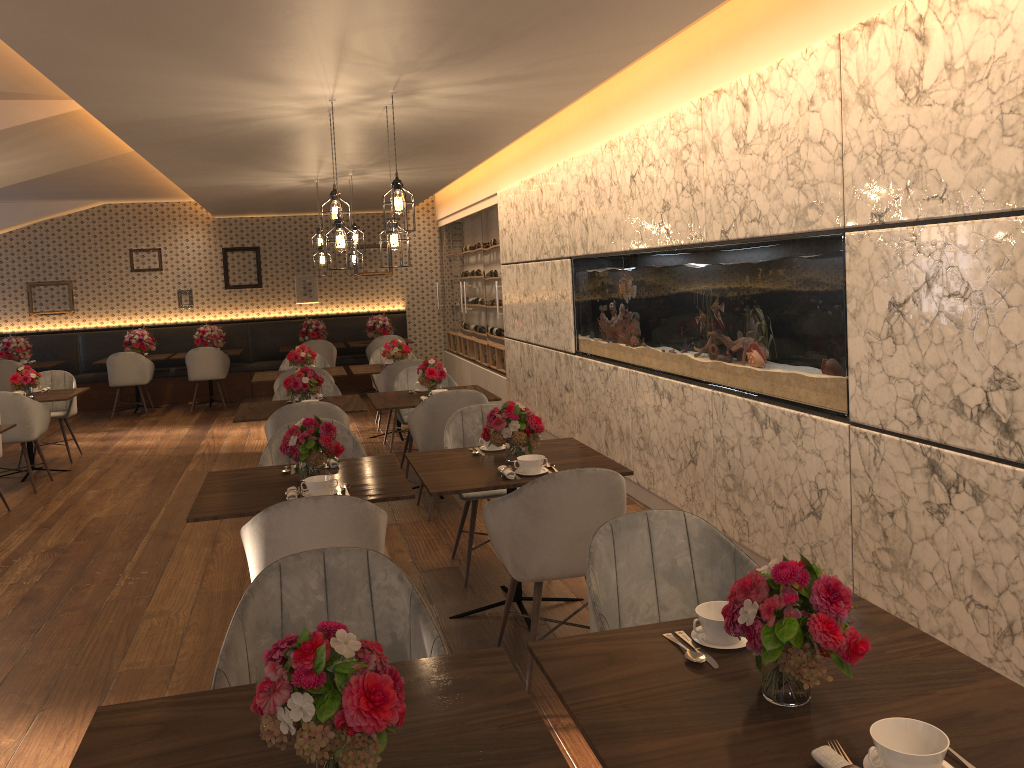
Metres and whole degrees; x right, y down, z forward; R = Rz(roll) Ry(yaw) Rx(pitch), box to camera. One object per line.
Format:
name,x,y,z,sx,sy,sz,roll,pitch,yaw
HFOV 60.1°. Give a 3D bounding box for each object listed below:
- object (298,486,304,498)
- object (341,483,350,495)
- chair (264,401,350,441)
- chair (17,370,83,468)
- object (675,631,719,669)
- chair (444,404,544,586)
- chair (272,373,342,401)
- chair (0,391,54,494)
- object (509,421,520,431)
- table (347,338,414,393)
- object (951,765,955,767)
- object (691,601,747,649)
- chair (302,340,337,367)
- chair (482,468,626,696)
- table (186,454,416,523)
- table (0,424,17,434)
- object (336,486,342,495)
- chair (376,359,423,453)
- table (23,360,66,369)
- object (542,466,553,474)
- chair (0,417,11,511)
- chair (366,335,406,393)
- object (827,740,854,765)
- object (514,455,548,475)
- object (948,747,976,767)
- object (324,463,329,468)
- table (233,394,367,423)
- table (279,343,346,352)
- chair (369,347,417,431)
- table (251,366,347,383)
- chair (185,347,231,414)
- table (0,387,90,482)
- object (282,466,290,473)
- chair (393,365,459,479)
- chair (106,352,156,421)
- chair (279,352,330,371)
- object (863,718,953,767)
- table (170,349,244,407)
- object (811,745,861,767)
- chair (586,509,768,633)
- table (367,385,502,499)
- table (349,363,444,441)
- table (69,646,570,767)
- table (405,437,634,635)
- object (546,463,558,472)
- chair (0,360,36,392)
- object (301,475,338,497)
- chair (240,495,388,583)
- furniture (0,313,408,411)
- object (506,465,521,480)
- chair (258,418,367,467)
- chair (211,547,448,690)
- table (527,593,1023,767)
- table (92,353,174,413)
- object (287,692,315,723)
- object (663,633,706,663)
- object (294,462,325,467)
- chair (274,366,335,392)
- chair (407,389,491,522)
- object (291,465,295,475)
object,-0.885,0.461,3.706,0.025,0.024,0.193,-4,7,-13
object,-0.700,0.450,3.761,0.043,0.015,0.198,-5,7,-17
chair,-1.338,0.515,5.862,0.565,0.869,0.528,-4,5,-13
chair,-4.548,0.325,8.692,0.565,0.869,0.528,-4,5,-13
object,0.429,0.612,2.044,0.022,0.004,0.211,-4,7,-13
chair,-0.097,0.576,4.876,0.565,0.869,0.528,-4,5,-13
chair,-1.637,0.370,7.155,0.565,0.869,0.528,-4,5,-13
chair,-4.204,0.466,7.411,0.565,0.869,0.528,-4,5,-13
object,-0.002,0.193,4.132,0.048,0.052,0.076,-6,7,-34
table,-1.909,-0.253,12.916,0.897,0.718,0.900,-4,6,-13
object,0.746,0.658,1.549,0.022,0.004,0.211,-4,7,-13
object,0.496,0.569,2.086,0.148,0.072,0.149,1,7,29
chair,-2.648,-0.184,12.045,0.565,0.869,0.528,-4,5,-13
chair,0.202,0.721,3.584,0.565,0.869,0.528,-4,5,-13
table,-0.921,0.800,4.008,0.897,0.718,0.900,-4,6,-13
table,-3.847,0.723,5.802,0.897,0.718,0.900,-4,6,-13
object,-0.736,0.458,3.760,0.022,0.004,0.211,-4,7,-13
chair,-0.992,0.173,8.490,0.565,0.869,0.528,-4,5,-13
table,-6.520,0.113,11.810,0.897,0.718,0.900,-4,6,-13
object,0.156,0.387,3.974,0.022,0.004,0.211,-4,7,-13
chair,-3.999,0.576,6.437,0.565,0.869,0.528,-4,5,-13
chair,-1.717,-0.258,12.268,0.565,0.869,0.528,-4,5,-13
object,0.597,0.661,1.496,0.025,0.024,0.193,-4,7,-13
object,0.085,0.361,3.928,0.148,0.072,0.149,1,7,29
object,0.774,0.651,1.549,0.043,0.015,0.198,-4,7,-9
object,-0.905,0.388,4.307,0.025,0.024,0.193,-4,7,-13
table,-1.529,0.521,6.510,0.897,0.718,0.900,-4,6,-13
table,-2.840,-0.179,12.692,0.897,0.718,0.900,-4,6,-13
chair,-1.291,0.028,9.782,0.565,0.869,0.528,-4,5,-13
table,-2.115,0.252,8.914,0.897,0.718,0.900,-4,6,-13
chair,-4.023,-0.075,11.715,0.565,0.869,0.528,-4,5,-13
table,-4.396,0.471,8.058,0.897,0.718,0.900,-4,6,-13
object,-1.089,0.408,4.253,0.043,0.015,0.198,-5,7,-17
chair,-0.706,0.297,7.378,0.565,0.869,0.528,-4,5,-13
chair,-4.954,-0.002,11.492,0.565,0.869,0.528,-4,5,-13
chair,-2.222,0.102,9.559,0.565,0.869,0.528,-4,5,-13
object,0.675,0.632,1.504,0.148,0.072,0.149,-2,7,9
table,-4.215,-0.070,12.363,0.897,0.718,0.900,-4,6,-13
object,0.565,0.658,1.478,0.056,0.039,0.176,-4,7,-13
chair,0.488,0.844,2.472,0.565,0.869,0.528,-4,5,-13
table,-0.598,0.447,6.733,0.897,0.718,0.900,-4,6,-13
table,-1.184,0.179,9.137,0.897,0.718,0.900,-4,6,-13
table,-0.336,1.068,1.604,0.897,0.718,0.900,-4,6,-13
table,0.010,0.726,4.231,0.897,0.718,0.900,-4,6,-13
object,0.192,0.379,3.975,0.043,0.015,0.198,-5,7,-17
chair,-6.328,0.107,11.162,0.565,0.869,0.528,-4,5,-13
object,-0.807,0.432,3.714,0.148,0.072,0.149,1,7,29
chair,-0.729,0.795,3.361,0.565,0.869,0.528,-4,5,-13
furniture,-5.010,-0.268,12.817,7.094,1.078,0.543,-5,5,-13
object,0.007,0.390,3.920,0.025,0.024,0.193,-4,7,-13
chair,-1.028,0.650,4.653,0.565,0.869,0.528,-4,5,-13
chair,-0.443,0.918,2.249,0.565,0.869,0.528,-4,5,-13
table,0.595,0.995,1.827,0.897,0.718,0.900,-4,6,-13
table,-5.146,0.004,12.140,0.897,0.718,0.900,-4,6,-13
object,-0.356,0.537,1.502,0.048,0.052,0.077,-4,6,-8
object,0.400,0.608,2.044,0.043,0.015,0.198,-4,7,-9
object,-0.985,0.369,4.296,0.148,0.072,0.149,1,7,29
chair,-1.923,0.247,8.267,0.565,0.869,0.528,-4,5,-13
chair,-0.407,0.442,6.086,0.565,0.869,0.528,-4,5,-13
object,-1.053,0.412,4.255,0.022,0.004,0.211,-4,7,-13
